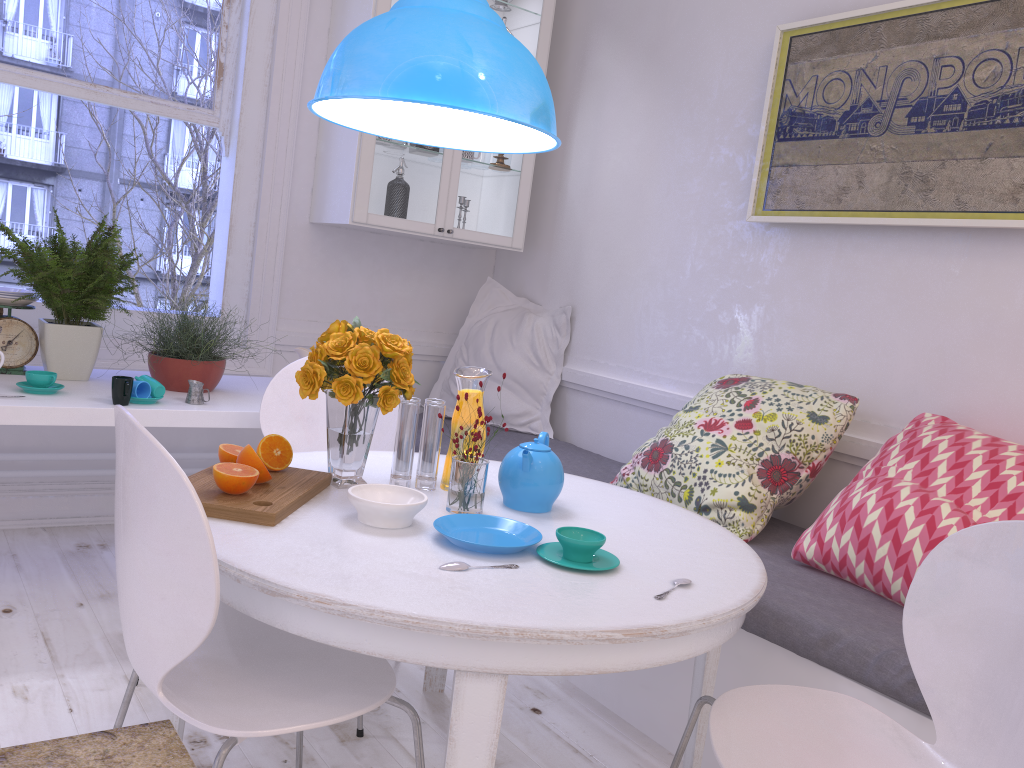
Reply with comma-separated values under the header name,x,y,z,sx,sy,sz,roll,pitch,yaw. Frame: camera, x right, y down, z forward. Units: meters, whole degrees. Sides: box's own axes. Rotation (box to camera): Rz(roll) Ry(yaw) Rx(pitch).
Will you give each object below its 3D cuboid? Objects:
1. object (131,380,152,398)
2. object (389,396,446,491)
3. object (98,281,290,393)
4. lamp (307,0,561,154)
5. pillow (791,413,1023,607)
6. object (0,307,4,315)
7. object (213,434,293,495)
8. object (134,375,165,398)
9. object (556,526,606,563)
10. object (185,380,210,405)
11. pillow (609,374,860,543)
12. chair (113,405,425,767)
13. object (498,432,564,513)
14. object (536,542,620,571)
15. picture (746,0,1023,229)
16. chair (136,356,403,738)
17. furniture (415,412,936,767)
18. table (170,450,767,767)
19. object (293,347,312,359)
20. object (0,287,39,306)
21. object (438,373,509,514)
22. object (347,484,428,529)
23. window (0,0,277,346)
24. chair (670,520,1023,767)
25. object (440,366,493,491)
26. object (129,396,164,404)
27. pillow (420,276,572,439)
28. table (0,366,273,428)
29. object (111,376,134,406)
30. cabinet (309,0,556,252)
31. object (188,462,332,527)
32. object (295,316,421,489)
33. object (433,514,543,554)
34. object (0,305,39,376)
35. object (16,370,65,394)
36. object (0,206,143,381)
name,x,y,z,sx,sy,sz,roll,pitch,yaw
object,-1.070,0.015,2.525,0.080,0.058,0.069,11,7,27
object,-0.205,0.128,1.928,0.101,0.186,0.122,7,6,-6
object,-1.030,-0.149,2.873,0.668,0.367,0.531,6,6,-11
lamp,-0.044,-1.532,1.888,0.568,1.948,0.568,7,6,-2
pillow,1.064,0.314,2.129,0.491,0.424,0.587,3,7,-33
object,-1.751,-0.182,2.750,0.294,0.237,0.028,3,8,-36
object,-0.514,0.146,1.692,0.129,0.075,0.285,8,6,0
object,-1.047,0.008,2.555,0.082,0.059,0.069,11,7,32
object,0.117,0.281,1.540,0.088,0.043,0.088,4,7,-28
object,-0.932,0.024,2.630,0.066,0.067,0.052,3,8,-35
pillow,0.676,0.197,2.681,0.509,0.447,0.592,4,7,-31
chair,-0.414,0.460,1.441,0.483,0.845,0.604,3,8,-36
object,0.044,0.184,1.879,0.156,0.151,0.150,4,7,-32
object,0.114,0.302,1.542,0.147,0.011,0.147,3,8,-33
picture,1.098,-0.767,2.511,0.020,0.629,0.971,3,8,-36
chair,-0.546,0.346,2.309,0.604,0.845,0.483,9,6,9
furniture,0.516,0.623,2.614,0.769,0.508,3.296,3,8,-36
table,-0.120,0.568,1.791,1.140,0.629,1.140,7,6,-7
object,-0.712,-0.048,3.158,0.115,0.152,0.127,12,8,36
object,-1.559,-0.271,2.749,0.164,0.047,0.163,9,6,13
object,-0.066,0.115,1.752,0.128,0.287,0.128,3,8,-34
object,-0.230,0.226,1.627,0.147,0.052,0.147,8,6,6
window,-1.536,-1.072,3.252,1.234,1.782,0.181,3,8,-36
chair,0.501,0.594,1.328,0.483,0.845,0.604,7,6,-1
object,-0.099,0.097,1.965,0.094,0.267,0.116,7,6,-9
object,-1.063,0.040,2.539,0.121,0.021,0.121,8,6,4
pillow,-0.038,-0.138,3.885,0.677,0.642,0.374,10,7,24
table,-1.277,0.313,2.759,1.514,0.619,0.736,3,8,-36
object,-1.078,0.020,2.446,0.055,0.077,0.070,6,6,-10
cabinet,-0.300,-1.263,3.671,0.823,1.311,0.425,3,8,-36
object,-0.499,0.199,1.683,0.224,0.024,0.347,8,6,4
object,-0.321,0.039,1.838,0.235,0.351,0.234,10,7,19
object,-0.044,0.270,1.582,0.196,0.023,0.196,13,8,41
object,-1.565,-0.144,2.756,0.159,0.208,0.185,3,8,-36
object,-1.319,-0.005,2.483,0.121,0.055,0.121,8,6,4
object,-1.361,-0.277,2.730,0.438,0.527,0.368,3,8,-36
